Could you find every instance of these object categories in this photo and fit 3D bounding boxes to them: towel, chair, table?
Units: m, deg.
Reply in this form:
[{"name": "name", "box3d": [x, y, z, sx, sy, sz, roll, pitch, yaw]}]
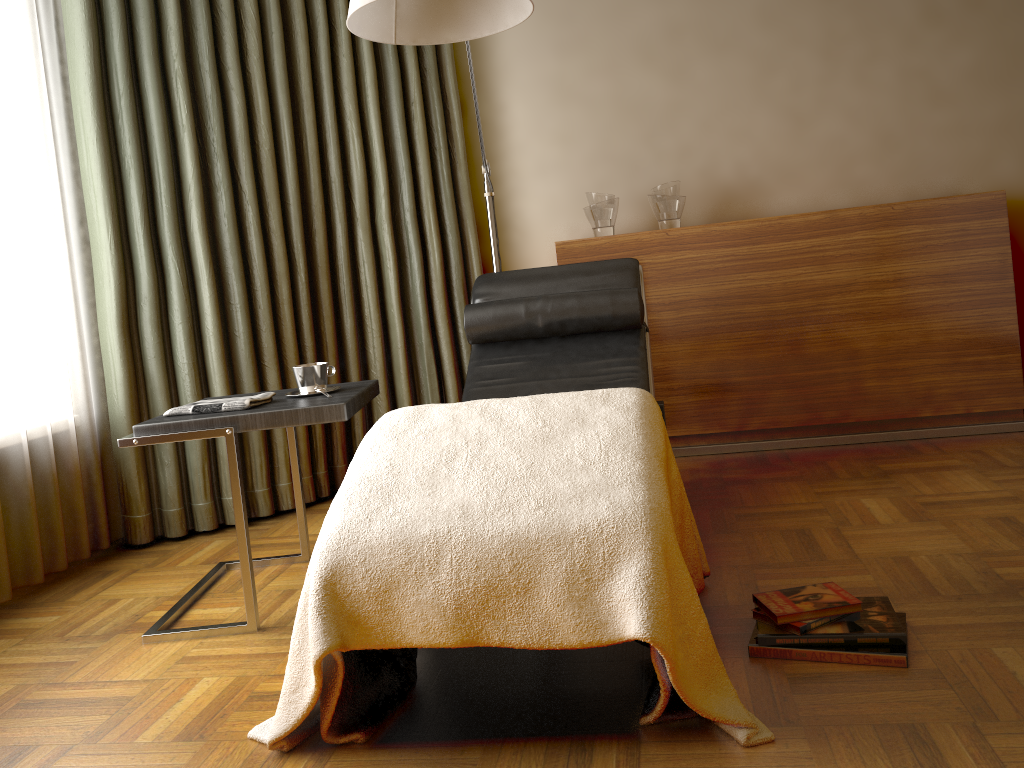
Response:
[{"name": "towel", "box3d": [-0.745, 0.053, 2.278, 0.240, 0.035, 0.180, -5, 7, 13]}, {"name": "chair", "box3d": [0.079, 0.085, 2.333, 0.634, 0.793, 1.801, -6, 6, 10]}, {"name": "table", "box3d": [-0.650, 0.065, 2.363, 0.517, 0.045, 0.502, -6, 7, 1]}]

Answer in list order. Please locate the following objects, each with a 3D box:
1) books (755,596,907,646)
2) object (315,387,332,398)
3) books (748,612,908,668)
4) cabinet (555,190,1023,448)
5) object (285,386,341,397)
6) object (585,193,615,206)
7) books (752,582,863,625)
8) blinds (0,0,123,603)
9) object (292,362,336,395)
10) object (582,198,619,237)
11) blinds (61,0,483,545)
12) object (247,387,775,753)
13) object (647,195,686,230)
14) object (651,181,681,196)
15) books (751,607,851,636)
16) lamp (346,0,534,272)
[{"name": "books", "box3d": [0.618, 0.467, 1.743, 0.264, 0.020, 0.190, -5, 7, 14]}, {"name": "object", "box3d": [-0.490, 0.021, 2.299, 0.029, 0.019, 0.124, -8, 7, -21]}, {"name": "books", "box3d": [0.619, 0.489, 1.726, 0.279, 0.022, 0.202, -3, 7, 24]}, {"name": "cabinet", "box3d": [1.070, -0.240, 3.593, 1.671, 0.860, 0.418, -5, 3, 9]}, {"name": "object", "box3d": [-0.537, 0.022, 2.388, 0.149, 0.009, 0.151, -4, 7, 15]}, {"name": "object", "box3d": [0.368, -0.719, 3.639, 0.122, 0.149, 0.123, -7, 4, -8]}, {"name": "books", "box3d": [0.583, 0.432, 1.750, 0.173, 0.018, 0.124, -7, 7, -6]}, {"name": "blinds", "box3d": [-1.621, -0.465, 1.912, 0.092, 2.282, 2.210, -6, 4, 10]}, {"name": "object", "box3d": [-0.540, -0.014, 2.394, 0.097, 0.078, 0.111, -5, 5, 11]}, {"name": "object", "box3d": [0.373, -0.681, 3.640, 0.157, 0.154, 0.155, -9, 5, -33]}, {"name": "blinds", "box3d": [-0.817, -0.790, 3.383, 1.542, 2.444, 0.224, -8, 3, -36]}, {"name": "object", "box3d": [-0.004, 0.305, 1.819, 0.916, 0.518, 0.915, -5, 6, 10]}, {"name": "object", "box3d": [0.636, -0.705, 3.596, 0.155, 0.154, 0.156, -6, 4, 0]}, {"name": "object", "box3d": [0.632, -0.743, 3.595, 0.123, 0.149, 0.123, -7, 4, -11]}, {"name": "books", "box3d": [0.583, 0.449, 1.758, 0.174, 0.018, 0.123, -10, 8, -31]}, {"name": "lamp", "box3d": [-0.014, -0.482, 2.608, 0.451, 1.960, 1.424, -6, 3, 13]}]
